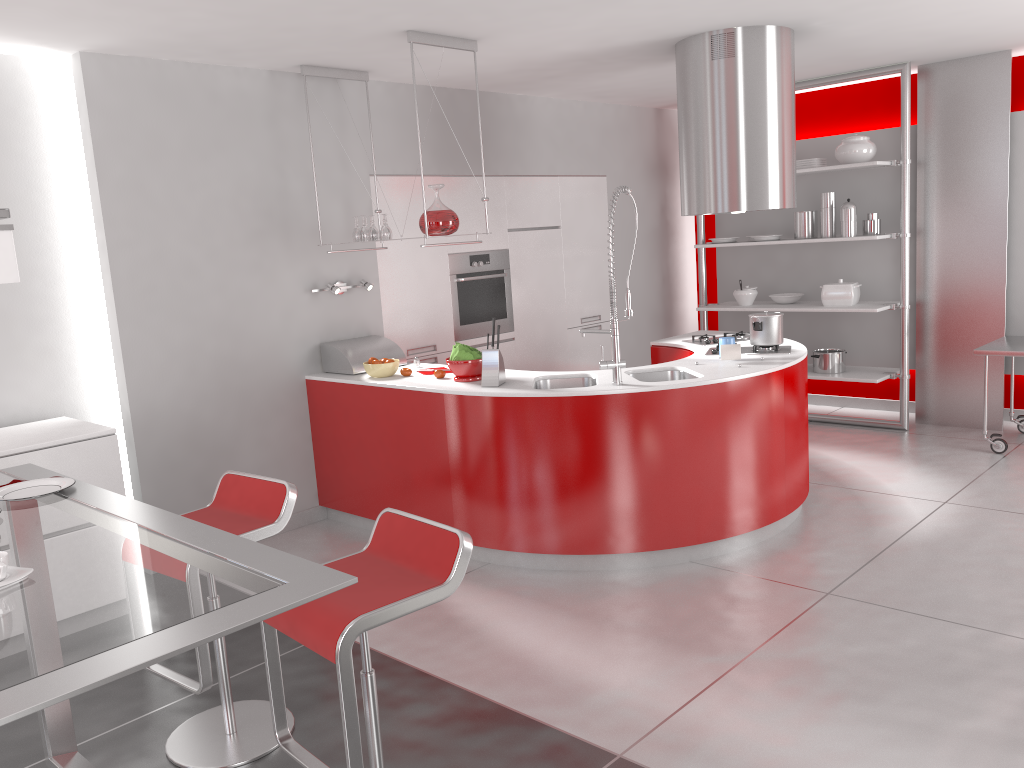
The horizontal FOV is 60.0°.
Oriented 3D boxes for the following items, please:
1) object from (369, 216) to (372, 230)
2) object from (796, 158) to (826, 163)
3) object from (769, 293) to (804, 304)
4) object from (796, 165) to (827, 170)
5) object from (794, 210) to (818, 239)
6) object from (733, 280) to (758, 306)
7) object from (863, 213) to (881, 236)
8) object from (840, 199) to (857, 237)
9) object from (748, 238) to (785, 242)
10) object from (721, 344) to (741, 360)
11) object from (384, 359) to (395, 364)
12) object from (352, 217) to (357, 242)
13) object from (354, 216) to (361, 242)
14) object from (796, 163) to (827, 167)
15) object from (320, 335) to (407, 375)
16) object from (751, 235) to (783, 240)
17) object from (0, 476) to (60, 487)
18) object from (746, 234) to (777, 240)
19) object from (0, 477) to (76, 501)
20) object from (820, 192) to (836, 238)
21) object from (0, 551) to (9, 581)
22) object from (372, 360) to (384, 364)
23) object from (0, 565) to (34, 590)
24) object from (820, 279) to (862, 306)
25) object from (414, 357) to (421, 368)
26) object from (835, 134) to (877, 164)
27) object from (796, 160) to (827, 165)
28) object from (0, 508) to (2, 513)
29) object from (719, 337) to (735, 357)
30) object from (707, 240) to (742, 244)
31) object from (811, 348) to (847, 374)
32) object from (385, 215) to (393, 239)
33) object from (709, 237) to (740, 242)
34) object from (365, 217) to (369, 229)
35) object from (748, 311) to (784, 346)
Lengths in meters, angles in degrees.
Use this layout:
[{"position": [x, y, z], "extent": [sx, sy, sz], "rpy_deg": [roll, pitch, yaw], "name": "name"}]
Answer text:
[{"position": [-0.795, -0.884, 5.045], "extent": [0.060, 0.141, 0.060], "rpy_deg": [5, 13, 43], "name": "object"}, {"position": [2.244, -1.675, 6.688], "extent": [0.200, 0.030, 0.200], "rpy_deg": [5, 13, 43], "name": "object"}, {"position": [2.196, -0.679, 7.097], "extent": [0.272, 0.072, 0.272], "rpy_deg": [-3, 9, 8], "name": "object"}, {"position": [2.248, -1.629, 6.695], "extent": [0.200, 0.030, 0.200], "rpy_deg": [5, 13, 43], "name": "object"}, {"position": [2.229, -1.209, 6.747], "extent": [0.172, 0.205, 0.184], "rpy_deg": [-12, 12, -40], "name": "object"}, {"position": [1.887, -0.742, 7.172], "extent": [0.192, 0.214, 0.192], "rpy_deg": [2, 11, 30], "name": "object"}, {"position": [2.637, -1.171, 6.499], "extent": [0.127, 0.157, 0.127], "rpy_deg": [-11, 12, -35], "name": "object"}, {"position": [2.438, -1.203, 6.419], "extent": [0.115, 0.274, 0.115], "rpy_deg": [3, 12, 36], "name": "object"}, {"position": [1.985, -1.120, 6.906], "extent": [0.280, 0.015, 0.280], "rpy_deg": [-7, 10, -16], "name": "object"}, {"position": [1.125, -0.166, 4.561], "extent": [0.100, 0.080, 0.109], "rpy_deg": [-2, 10, 14], "name": "object"}, {"position": [-0.683, -0.114, 4.943], "extent": [0.062, 0.049, 0.066], "rpy_deg": [-11, 12, -38], "name": "object"}, {"position": [-0.886, -0.880, 5.056], "extent": [0.060, 0.141, 0.060], "rpy_deg": [5, 13, 43], "name": "object"}, {"position": [-0.860, -0.866, 4.965], "extent": [0.060, 0.141, 0.060], "rpy_deg": [0, 10, 20], "name": "object"}, {"position": [2.247, -1.645, 6.693], "extent": [0.200, 0.030, 0.200], "rpy_deg": [5, 13, 43], "name": "object"}, {"position": [-0.884, -0.180, 5.303], "extent": [0.300, 0.170, 0.400], "rpy_deg": [5, 13, 43], "name": "object"}, {"position": [1.984, -1.134, 6.904], "extent": [0.244, 0.042, 0.244], "rpy_deg": [1, 11, 28], "name": "object"}, {"position": [-1.404, 0.283, 2.515], "extent": [0.095, 0.012, 0.234], "rpy_deg": [5, 13, 43], "name": "object"}, {"position": [2.021, -1.183, 7.188], "extent": [0.244, 0.042, 0.244], "rpy_deg": [3, 12, 35], "name": "object"}, {"position": [-1.308, 0.291, 2.416], "extent": [0.217, 0.015, 0.217], "rpy_deg": [-6, 10, -10], "name": "object"}, {"position": [2.342, -1.249, 6.568], "extent": [0.109, 0.329, 0.110], "rpy_deg": [4, 12, 41], "name": "object"}, {"position": [-1.012, 0.362, 1.725], "extent": [0.062, 0.049, 0.078], "rpy_deg": [-8, 10, -23], "name": "object"}, {"position": [-0.748, -0.111, 4.948], "extent": [0.065, 0.052, 0.062], "rpy_deg": [1, 11, 28], "name": "object"}, {"position": [-1.014, 0.384, 1.735], "extent": [0.119, 0.016, 0.119], "rpy_deg": [0, 10, 24], "name": "object"}, {"position": [2.481, -0.694, 6.693], "extent": [0.282, 0.197, 0.235], "rpy_deg": [2, 11, 33], "name": "object"}, {"position": [-0.559, -0.128, 5.211], "extent": [0.042, 0.066, 0.043], "rpy_deg": [-10, 11, -33], "name": "object"}, {"position": [2.508, -1.709, 6.474], "extent": [0.287, 0.222, 0.287], "rpy_deg": [-4, 9, -2], "name": "object"}, {"position": [2.245, -1.660, 6.690], "extent": [0.200, 0.030, 0.200], "rpy_deg": [5, 13, 43], "name": "object"}, {"position": [-1.369, 0.337, 2.165], "extent": [0.217, 0.015, 0.217], "rpy_deg": [-5, 10, -9], "name": "object"}, {"position": [1.138, -0.196, 4.687], "extent": [0.080, 0.100, 0.109], "rpy_deg": [-1, 10, 17], "name": "object"}, {"position": [1.717, -1.146, 7.177], "extent": [0.280, 0.015, 0.280], "rpy_deg": [-5, 10, -9], "name": "object"}, {"position": [2.436, -0.176, 6.815], "extent": [0.240, 0.161, 0.259], "rpy_deg": [1, 11, 26], "name": "object"}, {"position": [-0.707, -0.882, 4.995], "extent": [0.060, 0.141, 0.060], "rpy_deg": [5, 13, 43], "name": "object"}, {"position": [1.716, -1.160, 7.174], "extent": [0.244, 0.042, 0.244], "rpy_deg": [1, 11, 28], "name": "object"}, {"position": [-0.835, -0.894, 5.124], "extent": [0.060, 0.141, 0.060], "rpy_deg": [5, 13, 43], "name": "object"}, {"position": [1.409, -0.313, 4.911], "extent": [0.189, 0.185, 0.218], "rpy_deg": [-3, 9, 6], "name": "object"}]
